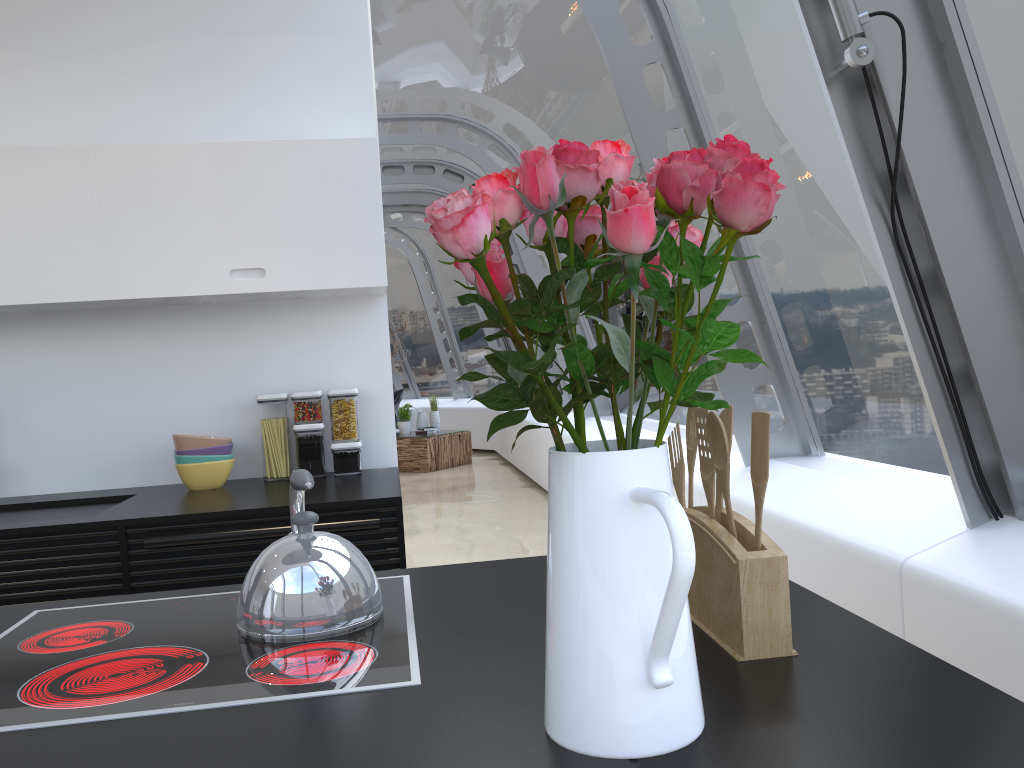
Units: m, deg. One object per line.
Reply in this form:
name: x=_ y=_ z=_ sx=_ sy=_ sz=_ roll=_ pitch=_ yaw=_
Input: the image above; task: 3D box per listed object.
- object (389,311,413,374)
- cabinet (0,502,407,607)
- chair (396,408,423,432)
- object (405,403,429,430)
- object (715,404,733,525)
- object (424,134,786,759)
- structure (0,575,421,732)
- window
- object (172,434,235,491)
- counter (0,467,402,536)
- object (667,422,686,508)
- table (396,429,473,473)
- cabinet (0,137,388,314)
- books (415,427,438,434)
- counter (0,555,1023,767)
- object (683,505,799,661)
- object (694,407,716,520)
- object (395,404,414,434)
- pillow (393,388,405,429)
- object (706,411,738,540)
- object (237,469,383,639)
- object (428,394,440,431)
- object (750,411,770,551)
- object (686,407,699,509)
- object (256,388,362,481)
object: x=-2.214 y=0.004 z=13.251 sx=1.508 sy=2.059 sz=1.370 roll=-4 pitch=2 yaw=-20
cabinet: x=-2.967 y=-0.099 z=2.645 sx=5.157 sy=2.901 sz=0.831 roll=-4 pitch=1 yaw=-8
chair: x=-2.291 y=0.740 z=11.595 sx=1.176 sy=0.690 sz=2.068 roll=-2 pitch=2 yaw=40
object: x=-1.197 y=0.417 z=11.167 sx=0.297 sy=0.370 sz=0.152 roll=-3 pitch=2 yaw=24
object: x=0.289 y=0.178 z=1.244 sx=0.040 sy=0.299 sz=0.061 roll=-4 pitch=1 yaw=-9
object: x=0.099 y=0.051 z=0.894 sx=0.327 sy=0.596 sz=0.350 roll=-4 pitch=1 yaw=-1
structure: x=-0.462 y=0.393 z=1.289 sx=0.640 sy=0.041 sz=0.562 roll=-4 pitch=1 yaw=-8
window: x=-6.395 y=0.072 z=4.928 sx=16.693 sy=3.674 sz=16.171 roll=-4 pitch=2 yaw=-15
object: x=-1.078 y=0.268 z=3.112 sx=0.205 sy=0.205 sz=0.185 roll=-4 pitch=2 yaw=-20
counter: x=-2.227 y=0.460 z=2.757 sx=3.738 sy=0.025 sz=0.804 roll=-4 pitch=1 yaw=-8
object: x=0.269 y=0.193 z=1.399 sx=0.016 sy=0.259 sz=0.199 roll=-4 pitch=1 yaw=4
table: x=-1.139 y=0.821 z=10.928 sx=1.007 sy=0.436 sz=0.923 roll=-3 pitch=2 yaw=35
cabinet: x=-2.319 y=-0.475 z=2.975 sx=3.741 sy=0.515 sz=0.343 roll=-4 pitch=1 yaw=-8
books: x=-1.049 y=0.569 z=10.868 sx=0.246 sy=0.063 sz=0.265 roll=-5 pitch=2 yaw=-34
counter: x=-1.409 y=0.450 z=0.996 sx=3.800 sy=0.018 sz=1.006 roll=-4 pitch=1 yaw=-8
object: x=0.285 y=0.258 z=1.245 sx=0.084 sy=0.157 sz=0.353 roll=-4 pitch=1 yaw=-7
object: x=0.274 y=0.180 z=1.207 sx=0.019 sy=0.299 sz=0.057 roll=-4 pitch=1 yaw=-7
object: x=-1.336 y=0.433 z=11.001 sx=0.215 sy=0.369 sz=0.284 roll=-3 pitch=2 yaw=12
pillow: x=-1.898 y=0.341 z=12.062 sx=1.070 sy=0.597 sz=0.510 roll=-2 pitch=2 yaw=39
object: x=0.284 y=0.182 z=1.144 sx=0.039 sy=0.298 sz=0.068 roll=-4 pitch=1 yaw=-7
object: x=-0.318 y=0.247 z=1.373 sx=0.221 sy=0.230 sz=0.221 roll=-3 pitch=2 yaw=24
object: x=-0.972 y=0.334 z=11.104 sx=0.153 sy=0.511 sz=0.150 roll=-2 pitch=2 yaw=38
object: x=0.307 y=0.182 z=1.110 sx=0.030 sy=0.294 sz=0.057 roll=-4 pitch=1 yaw=-7
object: x=0.275 y=0.175 z=1.362 sx=0.027 sy=0.299 sz=0.055 roll=-4 pitch=1 yaw=-7
object: x=-0.741 y=0.184 z=3.266 sx=0.365 sy=0.315 sz=0.113 roll=-4 pitch=1 yaw=-8
